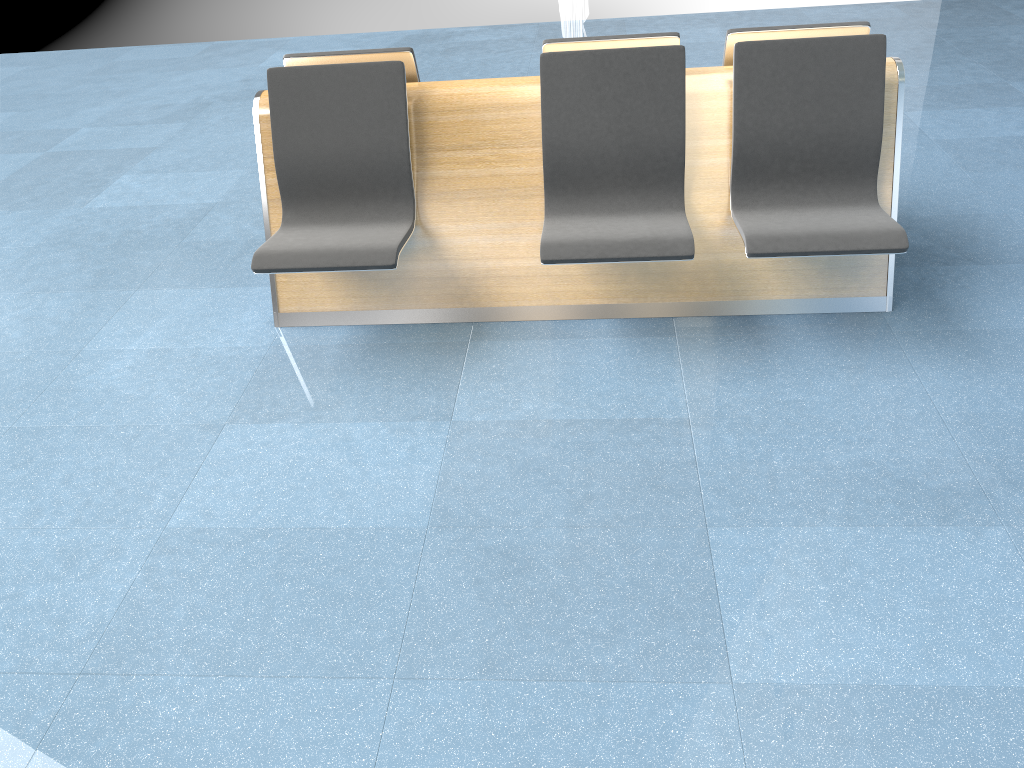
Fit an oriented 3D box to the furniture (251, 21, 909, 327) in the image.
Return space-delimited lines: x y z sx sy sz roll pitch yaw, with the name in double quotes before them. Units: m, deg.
"furniture" 0.220 -0.814 3.345 2.281 0.896 1.301 -1 33 6
